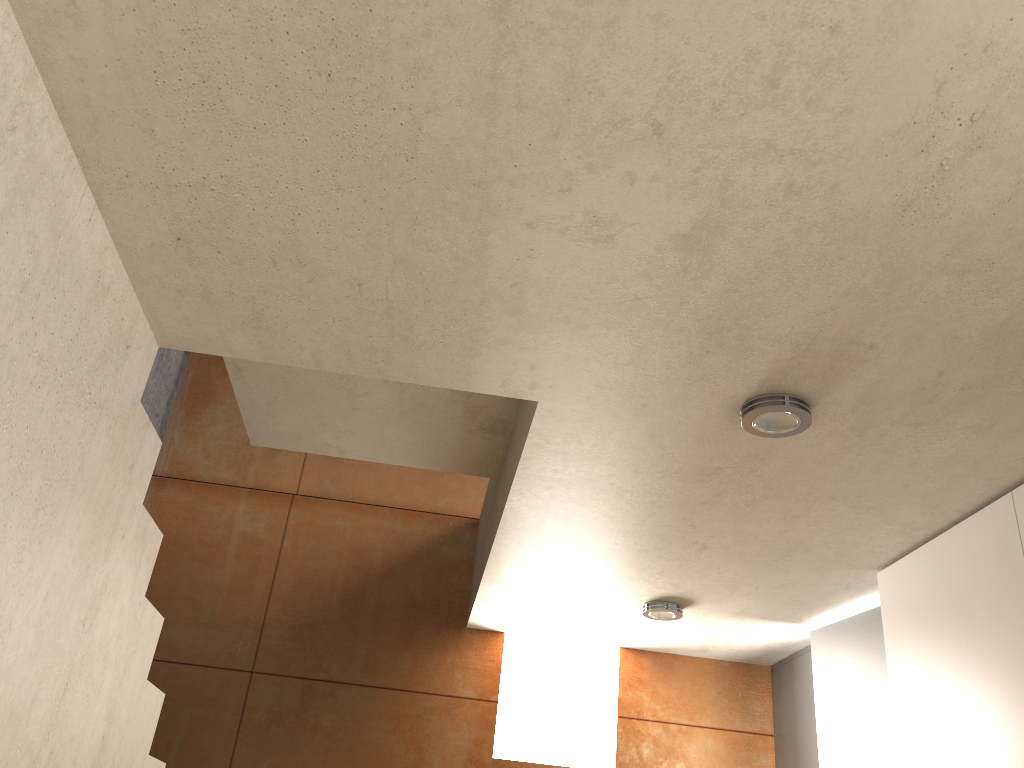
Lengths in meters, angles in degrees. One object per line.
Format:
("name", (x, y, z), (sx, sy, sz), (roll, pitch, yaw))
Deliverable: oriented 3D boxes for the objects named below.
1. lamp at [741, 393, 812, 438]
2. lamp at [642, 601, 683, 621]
("lamp", (0.675, 0.081, 2.270), (0.173, 0.044, 0.173), (-10, -33, 27))
("lamp", (0.659, 0.991, 3.878), (0.173, 0.044, 0.173), (6, -29, 1))
